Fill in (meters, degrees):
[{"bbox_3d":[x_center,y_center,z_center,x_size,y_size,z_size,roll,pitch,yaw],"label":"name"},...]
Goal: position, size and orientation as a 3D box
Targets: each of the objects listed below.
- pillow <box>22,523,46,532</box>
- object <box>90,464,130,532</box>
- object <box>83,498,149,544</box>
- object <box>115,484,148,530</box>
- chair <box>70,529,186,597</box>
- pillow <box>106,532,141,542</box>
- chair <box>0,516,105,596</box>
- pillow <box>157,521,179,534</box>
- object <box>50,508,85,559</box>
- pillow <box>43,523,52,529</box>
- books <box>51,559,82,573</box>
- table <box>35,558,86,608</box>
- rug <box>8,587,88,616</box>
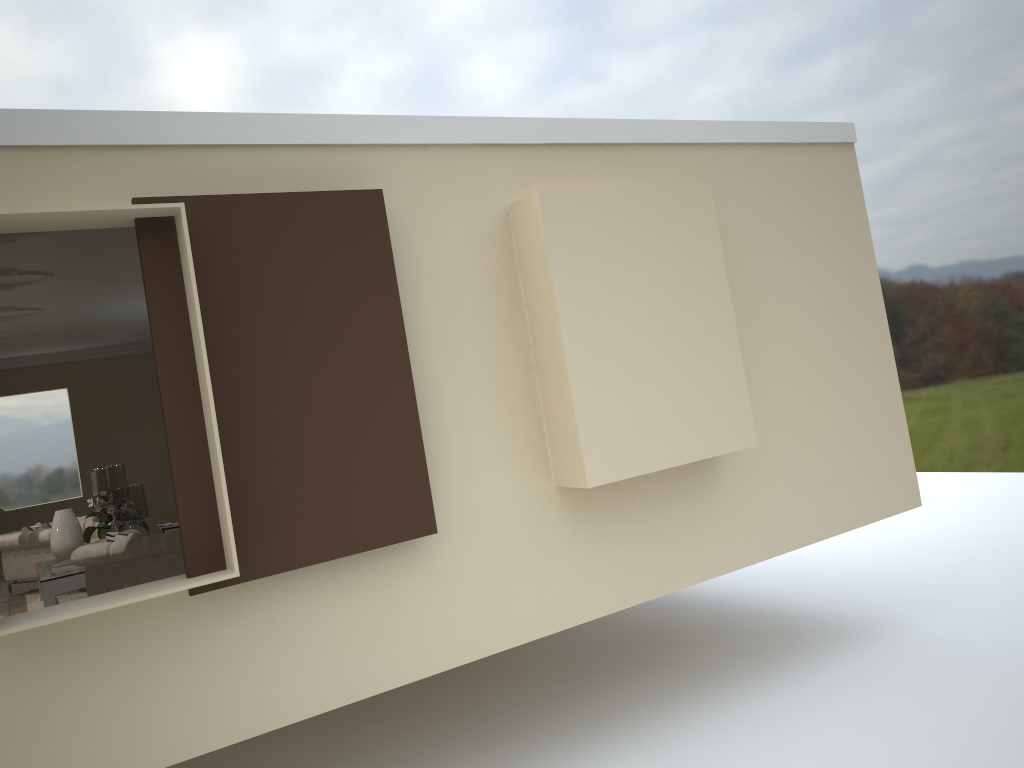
[{"bbox_3d":[-4.097,1.337,7.675,0.184,0.249,0.280,-9,-1,-7],"label":"pillow"},{"bbox_3d":[-2.909,0.943,6.466,0.251,0.685,0.249,-8,-3,-25],"label":"object"},{"bbox_3d":[-3.170,1.048,7.105,0.512,0.476,0.544,-9,-1,-29],"label":"object"},{"bbox_3d":[-2.880,1.029,6.716,0.237,0.506,0.235,-8,-3,-33],"label":"object"},{"bbox_3d":[-2.259,1.217,5.770,0.849,0.554,0.709,-10,-1,5],"label":"chair"},{"bbox_3d":[-2.446,1.066,5.679,0.298,0.270,0.198,-10,-2,30],"label":"pillow"},{"bbox_3d":[-3.963,1.498,7.784,0.731,0.552,0.851,-10,-1,20],"label":"chair"},{"bbox_3d":[-2.127,0.993,5.680,0.284,0.252,0.184,-9,-2,-37],"label":"pillow"},{"bbox_3d":[-3.599,1.209,7.155,0.253,0.386,0.250,-8,-2,-35],"label":"object"},{"bbox_3d":[-4.065,1.339,7.987,0.164,0.223,0.252,-10,-1,23],"label":"pillow"},{"bbox_3d":[-3.211,1.321,6.528,0.260,0.044,0.350,-10,0,-12],"label":"books"},{"bbox_3d":[-3.053,1.489,6.847,1.060,0.346,1.294,-9,0,-30],"label":"table"},{"bbox_3d":[-2.489,1.529,7.078,2.680,0.022,2.956,-10,0,-30],"label":"rug"}]
